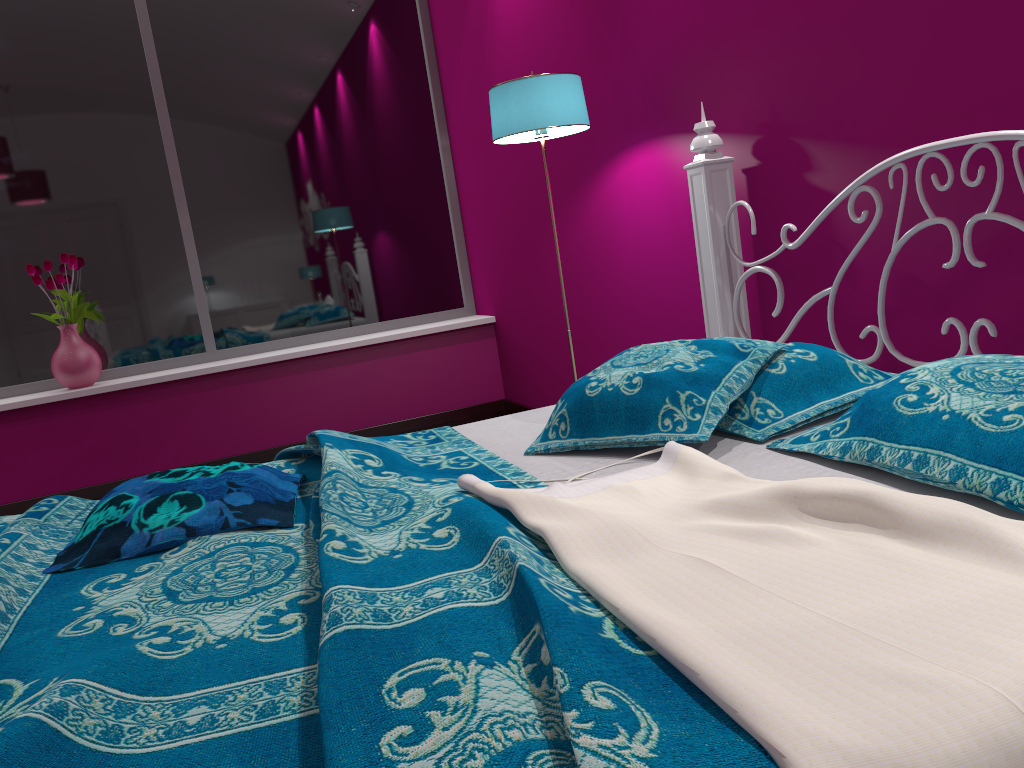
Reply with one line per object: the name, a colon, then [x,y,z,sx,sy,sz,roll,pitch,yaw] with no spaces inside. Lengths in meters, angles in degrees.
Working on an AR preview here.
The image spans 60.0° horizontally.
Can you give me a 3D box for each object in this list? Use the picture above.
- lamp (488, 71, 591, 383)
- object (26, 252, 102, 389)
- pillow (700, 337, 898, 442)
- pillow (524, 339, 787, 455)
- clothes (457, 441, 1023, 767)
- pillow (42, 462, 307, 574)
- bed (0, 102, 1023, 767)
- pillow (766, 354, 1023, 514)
lamp: [0.163,-0.285,2.787,0.303,1.352,0.303,-4,10,26]
object: [-2.041,-0.286,4.080,0.264,0.614,0.242,-2,11,39]
pillow: [0.466,-0.020,1.939,0.401,0.141,0.717,-12,10,-23]
pillow: [0.291,0.012,1.773,0.404,0.176,0.418,-2,11,39]
clothes: [0.287,0.328,1.127,0.553,0.376,1.036,-13,10,-24]
pillow: [-0.602,0.228,1.640,0.425,0.127,0.404,-10,9,-9]
bed: [-0.174,0.093,1.378,2.317,1.143,2.167,-12,9,-18]
pillow: [0.723,0.048,1.253,0.401,0.141,0.717,-11,9,-16]
